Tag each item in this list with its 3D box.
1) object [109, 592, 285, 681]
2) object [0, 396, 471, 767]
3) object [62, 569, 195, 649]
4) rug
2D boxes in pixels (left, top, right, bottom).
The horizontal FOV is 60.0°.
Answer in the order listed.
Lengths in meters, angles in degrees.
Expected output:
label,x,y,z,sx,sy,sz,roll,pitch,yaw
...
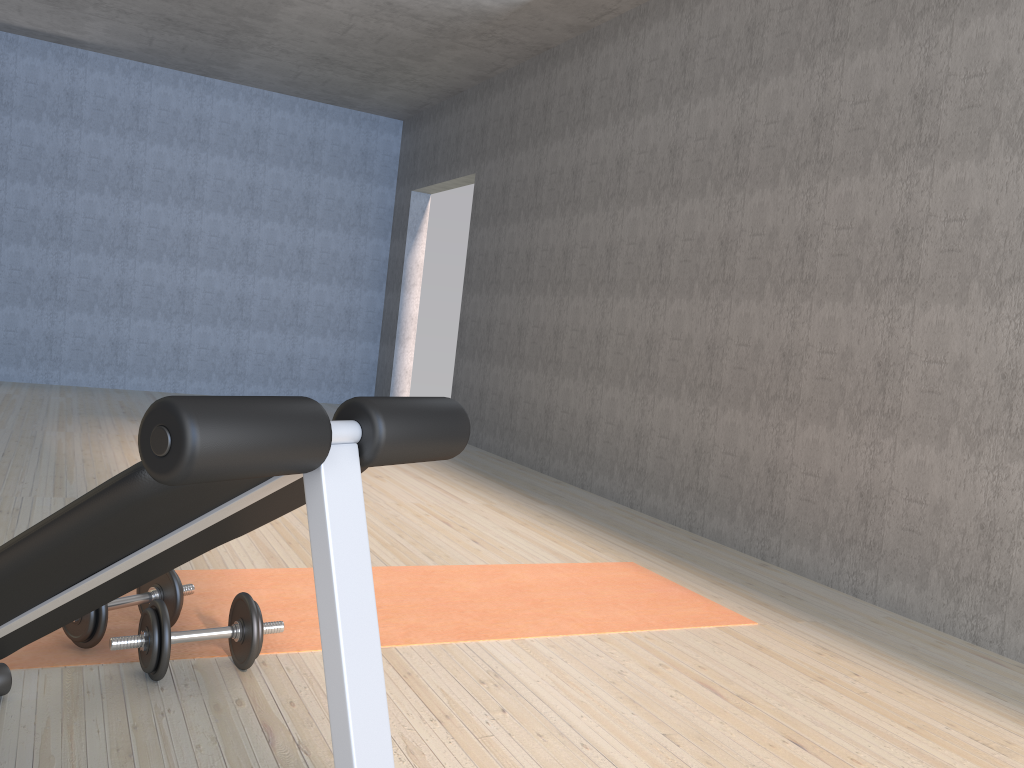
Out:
label,x,y,z,sx,sy,sz,roll,pitch,yaw
object,-0.705,0.569,2.011,0.385,0.176,0.176,4,4,-35
object,-0.598,0.331,1.232,1.312,0.746,0.505,8,4,32
object,-0.937,0.526,2.136,0.176,0.176,0.385,9,4,35
rug,-0.596,0.636,2.564,2.779,0.002,0.716,5,3,-27
